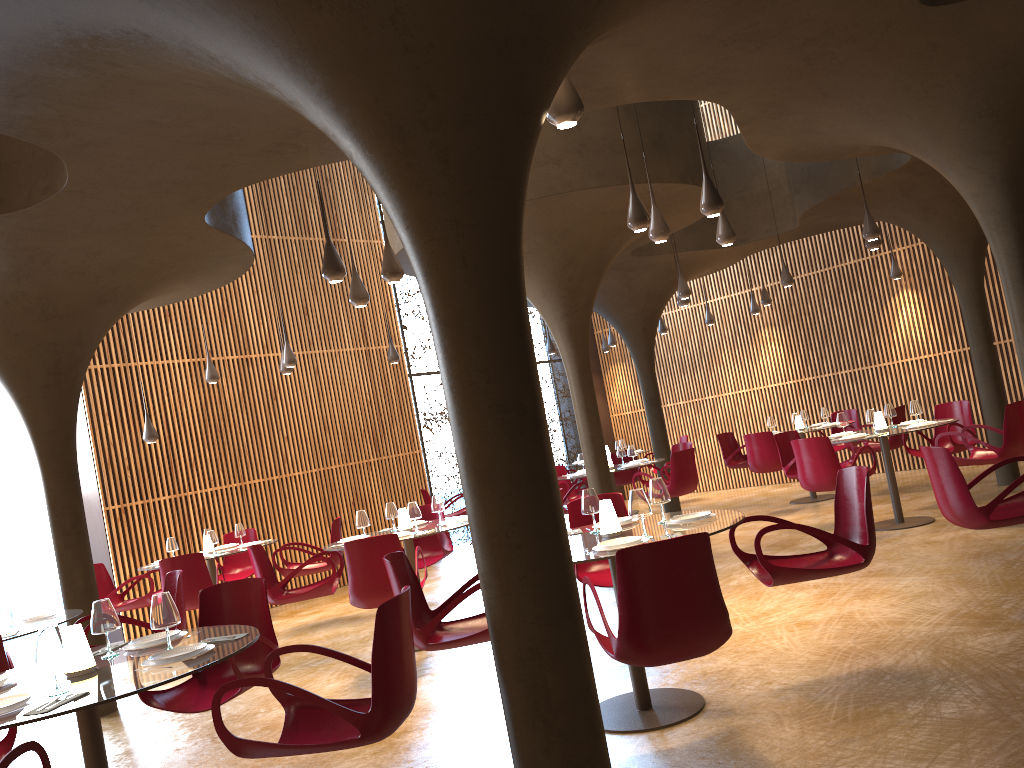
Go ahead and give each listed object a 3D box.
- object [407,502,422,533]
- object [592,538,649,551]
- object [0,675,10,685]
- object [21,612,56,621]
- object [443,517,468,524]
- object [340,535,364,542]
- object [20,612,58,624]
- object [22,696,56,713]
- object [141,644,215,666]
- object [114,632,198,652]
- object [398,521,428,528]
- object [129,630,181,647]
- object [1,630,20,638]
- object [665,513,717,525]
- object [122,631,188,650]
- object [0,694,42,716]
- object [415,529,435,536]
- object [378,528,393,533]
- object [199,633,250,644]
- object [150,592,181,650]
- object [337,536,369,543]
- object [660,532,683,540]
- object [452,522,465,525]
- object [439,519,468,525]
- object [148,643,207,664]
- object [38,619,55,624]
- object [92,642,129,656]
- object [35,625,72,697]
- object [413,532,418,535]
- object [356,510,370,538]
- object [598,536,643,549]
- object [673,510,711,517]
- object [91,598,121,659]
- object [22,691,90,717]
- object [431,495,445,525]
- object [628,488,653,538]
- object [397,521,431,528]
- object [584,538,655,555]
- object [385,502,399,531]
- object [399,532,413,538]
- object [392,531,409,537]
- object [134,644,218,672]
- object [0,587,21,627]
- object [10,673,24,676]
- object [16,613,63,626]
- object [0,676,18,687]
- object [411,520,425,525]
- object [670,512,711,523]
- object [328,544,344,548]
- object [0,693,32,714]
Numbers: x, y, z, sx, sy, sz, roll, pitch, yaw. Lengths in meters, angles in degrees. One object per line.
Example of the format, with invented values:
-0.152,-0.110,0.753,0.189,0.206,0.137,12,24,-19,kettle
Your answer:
-0.944,1.293,8.592,0.142,0.295,0.142,-11,-2,-1,object
0.628,0.930,5.126,0.331,0.014,0.332,-9,-4,-22,object
-2.596,1.474,4.320,0.263,0.029,0.264,-9,-4,-19,object
-3.839,1.896,7.197,0.261,0.017,0.127,-8,-4,-33,object
-0.564,1.367,8.857,0.263,0.029,0.263,-11,-3,-1,object
-1.611,1.571,8.999,0.263,0.029,0.263,-12,-3,16,object
-3.697,1.837,6.935,0.262,0.029,0.264,-8,-4,-39,object
-2.164,1.369,3.725,0.411,0.012,0.204,-11,-3,7,object
-1.574,1.285,4.188,0.331,0.014,0.332,-10,-3,-15,object
-1.914,1.385,4.773,0.411,0.012,0.204,-11,-3,3,object
-1.063,1.508,9.497,0.331,0.014,0.333,-9,-4,-31,object
-1.920,1.375,4.773,0.263,0.029,0.263,-11,-3,14,object
-3.630,1.809,6.390,0.126,0.017,0.262,-9,-4,-24,object
1.145,0.866,5.668,0.331,0.014,0.333,-7,-5,-42,object
-1.919,1.385,4.772,0.331,0.014,0.333,-9,-4,-28,object
-2.160,1.367,3.725,0.331,0.014,0.333,-8,-4,-40,object
-0.818,1.402,8.372,0.126,0.017,0.262,-11,-3,11,object
-1.353,1.573,9.556,0.126,0.017,0.262,-11,-3,8,object
-1.468,1.290,4.471,0.262,0.017,0.126,-12,-3,17,object
-1.715,1.185,4.393,0.142,0.295,0.142,-12,-2,27,object
-1.609,1.580,8.999,0.332,0.014,0.332,-11,-3,6,object
0.925,0.880,5.090,0.126,0.017,0.262,-11,-3,3,object
-0.562,1.377,8.852,0.204,0.012,0.411,-10,-3,-2,object
-0.563,1.376,8.856,0.331,0.014,0.333,-9,-4,-24,object
-1.576,1.276,4.188,0.264,0.029,0.262,-13,-4,36,object
-3.692,1.847,6.931,0.204,0.012,0.412,-8,-4,-37,object
-2.209,1.450,4.829,0.126,0.017,0.262,-11,-3,7,object
-1.999,1.206,3.867,0.142,0.295,0.141,-12,-3,33,object
-1.110,1.456,8.451,0.411,0.012,0.204,-11,-3,7,object
-1.484,1.407,8.828,0.142,0.295,0.141,-12,-3,39,object
0.627,0.921,5.127,0.262,0.029,0.264,-9,-4,-25,object
1.211,0.879,5.963,0.262,0.017,0.126,-11,-3,9,object
-2.119,1.274,4.626,0.141,0.295,0.142,-9,-3,-39,object
-1.872,1.316,3.647,0.126,0.017,0.262,-11,-3,11,object
-0.750,1.282,9.024,0.141,0.295,0.142,-9,-3,-33,object
0.769,0.775,5.293,0.141,0.295,0.142,-10,-2,-20,object
-1.058,1.509,9.497,0.411,0.012,0.204,-11,-3,4,object
0.624,0.932,5.126,0.410,0.012,0.204,-11,-3,-1,object
-1.265,1.398,9.352,0.142,0.295,0.142,-10,-2,-5,object
-1.106,1.454,8.451,0.331,0.014,0.333,-9,-4,-27,object
-1.108,1.444,8.451,0.263,0.029,0.263,-11,-3,8,object
-1.575,1.286,4.183,0.204,0.012,0.411,-11,-3,12,object
-3.946,1.756,6.977,0.142,0.295,0.141,-12,-3,33,object
-2.594,1.485,4.325,0.204,0.012,0.411,-11,-3,9,object
-3.695,1.846,6.934,0.332,0.014,0.331,-13,-4,34,object
-2.595,1.484,4.320,0.332,0.014,0.331,-12,-4,26,object
-1.065,1.499,9.497,0.263,0.029,0.263,-11,-3,14,object
1.143,0.857,5.668,0.264,0.029,0.262,-13,-4,41,object
-1.660,1.579,8.701,0.262,0.017,0.126,-11,-3,6,object
-2.161,1.357,3.725,0.264,0.029,0.263,-13,-4,34,object
